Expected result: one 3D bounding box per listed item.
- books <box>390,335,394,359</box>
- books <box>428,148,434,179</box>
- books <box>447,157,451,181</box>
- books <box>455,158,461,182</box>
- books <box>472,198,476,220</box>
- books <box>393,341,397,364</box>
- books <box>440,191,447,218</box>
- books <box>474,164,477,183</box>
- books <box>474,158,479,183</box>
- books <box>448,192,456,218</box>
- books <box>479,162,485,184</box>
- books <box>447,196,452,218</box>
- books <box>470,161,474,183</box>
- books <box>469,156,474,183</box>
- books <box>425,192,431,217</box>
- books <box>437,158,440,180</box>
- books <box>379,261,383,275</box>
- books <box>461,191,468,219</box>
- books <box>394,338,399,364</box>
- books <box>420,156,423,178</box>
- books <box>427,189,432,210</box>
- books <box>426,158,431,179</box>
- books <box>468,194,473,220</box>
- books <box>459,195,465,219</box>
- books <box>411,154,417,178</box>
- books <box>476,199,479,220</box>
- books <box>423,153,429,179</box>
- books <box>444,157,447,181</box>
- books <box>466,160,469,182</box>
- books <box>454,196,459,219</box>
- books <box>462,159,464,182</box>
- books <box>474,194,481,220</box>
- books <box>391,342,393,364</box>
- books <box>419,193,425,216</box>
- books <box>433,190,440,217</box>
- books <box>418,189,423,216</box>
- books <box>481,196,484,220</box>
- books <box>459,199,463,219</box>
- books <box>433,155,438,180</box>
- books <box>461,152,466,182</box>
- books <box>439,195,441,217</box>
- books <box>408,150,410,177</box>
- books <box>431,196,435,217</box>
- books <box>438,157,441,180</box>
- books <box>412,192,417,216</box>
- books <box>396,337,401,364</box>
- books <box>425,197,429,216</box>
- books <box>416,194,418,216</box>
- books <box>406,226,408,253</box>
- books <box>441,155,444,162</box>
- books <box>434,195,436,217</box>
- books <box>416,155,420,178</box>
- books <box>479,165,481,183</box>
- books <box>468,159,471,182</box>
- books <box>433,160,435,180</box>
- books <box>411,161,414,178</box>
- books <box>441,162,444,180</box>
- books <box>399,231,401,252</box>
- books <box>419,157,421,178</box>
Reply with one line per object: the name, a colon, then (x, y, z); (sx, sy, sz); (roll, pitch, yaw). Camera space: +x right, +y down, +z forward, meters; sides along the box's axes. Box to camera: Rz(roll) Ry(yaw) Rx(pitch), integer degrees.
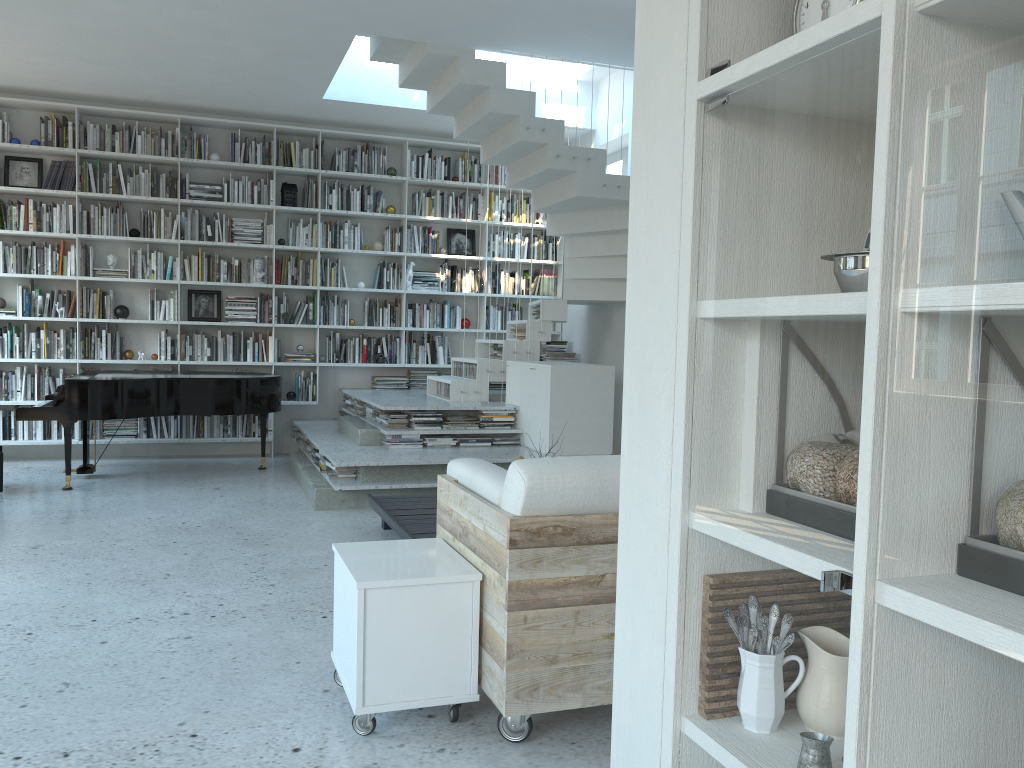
books: (-1.221, -0.350, 8.995); (0.012, 0.282, 0.143); (0, 4, -19)
books: (-0.824, -2.204, 8.963); (0.014, 0.332, 0.180); (0, 4, -19)
books: (-0.663, -2.166, 9.033); (0.030, 0.258, 0.164); (0, 4, -19)
books: (-0.553, -2.164, 9.060); (0.019, 0.256, 0.169); (0, 4, -19)
books: (-0.415, -1.789, 9.143); (0.030, 0.241, 0.162); (0, 4, -19)
books: (-1.194, -0.321, 8.974); (0.025, 0.228, 0.175); (0, 4, -19)
books: (-0.706, -1.801, 8.995); (0.032, 0.265, 0.245); (0, 4, -19)
books: (-0.395, -2.140, 9.124); (0.029, 0.210, 0.169); (0, 4, -19)
books: (-0.375, -2.176, 9.147); (0.025, 0.279, 0.136); (0, 4, -19)
books: (-0.610, -1.812, 9.086); (0.048, 0.283, 0.162); (0, 4, -19)
books: (-0.317, -2.166, 9.151); (0.026, 0.263, 0.163); (0, 4, -19)
books: (-0.654, -1.784, 9.044); (0.030, 0.230, 0.187); (0, 4, -19)
books: (-0.433, -2.153, 9.103); (0.018, 0.235, 0.186); (0, 4, -19)
books: (-0.421, -2.186, 9.126); (0.020, 0.299, 0.131); (0, 4, -19)
books: (-0.856, -1.802, 8.985); (0.026, 0.261, 0.167); (0, 4, -19)
books: (-0.768, -2.156, 8.991); (0.022, 0.236, 0.172); (0, 4, -19)
books: (-1.316, -1.087, 8.903); (0.016, 0.290, 0.135); (0, 4, -19)
books: (-0.494, -1.816, 9.104); (0.022, 0.295, 0.180); (0, 4, -19)
books: (-1.172, -0.336, 8.987); (0.026, 0.258, 0.156); (0, 4, -19)
books: (-0.927, -2.165, 8.957); (0.027, 0.250, 0.140); (0, 4, -19)
books: (-0.841, -1.820, 8.998); (0.011, 0.296, 0.162); (0, 4, -19)
books: (-0.850, -2.154, 8.969); (0.030, 0.231, 0.148); (0, 4, -19)
books: (-0.444, -1.804, 9.124); (0.036, 0.272, 0.177); (0, 4, -19)
books: (-0.520, -1.801, 9.111); (0.023, 0.264, 0.156); (0, 4, -19)
books: (-0.992, -2.164, 8.912); (0.025, 0.251, 0.178); (0, 4, -19)
books: (-0.381, -1.786, 9.166); (0.022, 0.234, 0.158); (0, 4, -19)
books: (-0.885, -2.178, 8.953); (0.048, 0.278, 0.150); (0, 4, -19)
books: (-0.687, -2.165, 9.038); (0.012, 0.254, 0.160); (0, 4, -19)
books: (-0.474, -2.160, 9.095); (0.031, 0.249, 0.164); (0, 4, -19)
books: (-0.574, -1.789, 9.076); (0.014, 0.240, 0.189); (0, 4, -19)
books: (-0.525, -2.162, 9.079); (0.016, 0.252, 0.188); (0, 4, -19)
books: (-0.357, -1.810, 9.168); (0.026, 0.284, 0.147); (0, 4, -19)
books: (-1.225, -0.318, 8.969); (0.013, 0.220, 0.168); (0, 4, -19)
books: (-0.911, -1.798, 8.986); (0.026, 0.251, 0.130); (0, 4, -19)
books: (-0.770, -1.815, 9.016); (0.026, 0.288, 0.156); (0, 4, -19)
books: (-0.944, -1.814, 8.964); (0.051, 0.282, 0.166); (0, 4, -19)
books: (-0.330, -1.801, 9.176); (0.031, 0.265, 0.169); (0, 4, -19)
books: (-0.543, -1.778, 9.095); (0.031, 0.217, 0.165); (0, 4, -19)
books: (-0.784, -2.169, 8.983); (0.014, 0.262, 0.168); (0, 4, -19)
books: (-0.497, -2.196, 9.086); (0.007, 0.321, 0.165); (0, 4, -19)
books: (-0.750, -1.791, 9.035); (0.025, 0.238, 0.142); (0, 4, -19)
books: (-1.054, -2.187, 8.897); (0.028, 0.294, 0.150); (0, 4, -19)
books: (-0.822, -1.784, 9.007); (0.030, 0.224, 0.157); (0, 4, -19)
books: (-0.750, -2.165, 9.005); (0.021, 0.254, 0.151); (0, 4, -19)
books: (-0.987, -1.800, 8.952); (0.012, 0.254, 0.160); (0, 4, -19)
books: (-1.148, -0.343, 8.995); (0.025, 0.272, 0.171); (0, 4, -19)
books: (-0.879, -1.775, 8.974); (0.025, 0.208, 0.175); (0, 4, -19)
books: (-0.975, -1.791, 8.955); (0.013, 0.237, 0.141); (0, 4, -19)
books: (-1.085, -1.450, 8.955); (0.031, 0.284, 0.137); (0, 4, -19)
books: (-0.716, -2.178, 9.030); (0.012, 0.279, 0.153); (0, 4, -19)
books: (-0.801, -1.790, 9.029); (0.024, 0.236, 0.146); (0, 4, -19)
books: (-0.966, -2.160, 8.916); (0.026, 0.242, 0.184); (0, 4, -19)
books: (-0.351, -2.142, 9.164); (0.031, 0.211, 0.131); (0, 4, -19)
books: (-0.456, -2.165, 9.117); (0.017, 0.257, 0.146); (0, 4, -19)
books: (-0.812, -2.149, 8.996); (0.030, 0.220, 0.133); (0, 4, -19)
books: (-1.012, -2.130, 8.896); (0.022, 0.182, 0.189); (0, 4, -19)
books: (-0.725, -2.138, 9.002); (0.024, 0.202, 0.190); (0, 4, -19)
books: (-1.143, -1.418, 8.930); (0.013, 0.221, 0.155); (0, 4, -19)
books: (-0.945, -2.155, 8.933); (0.024, 0.231, 0.168); (0, 4, -19)
